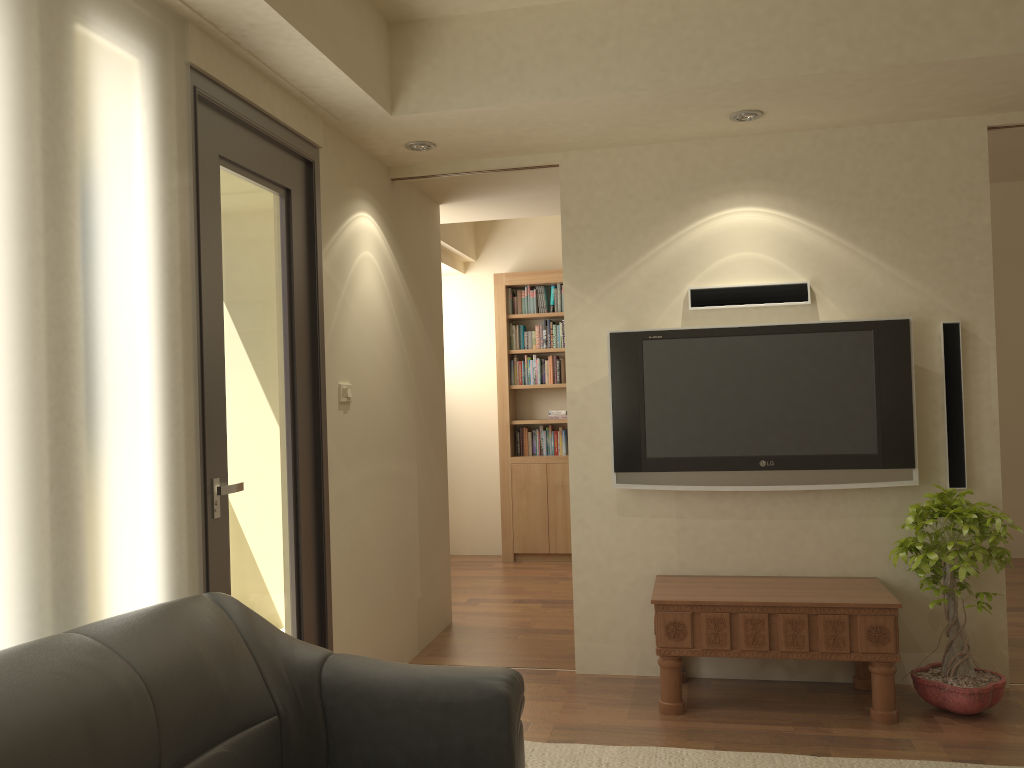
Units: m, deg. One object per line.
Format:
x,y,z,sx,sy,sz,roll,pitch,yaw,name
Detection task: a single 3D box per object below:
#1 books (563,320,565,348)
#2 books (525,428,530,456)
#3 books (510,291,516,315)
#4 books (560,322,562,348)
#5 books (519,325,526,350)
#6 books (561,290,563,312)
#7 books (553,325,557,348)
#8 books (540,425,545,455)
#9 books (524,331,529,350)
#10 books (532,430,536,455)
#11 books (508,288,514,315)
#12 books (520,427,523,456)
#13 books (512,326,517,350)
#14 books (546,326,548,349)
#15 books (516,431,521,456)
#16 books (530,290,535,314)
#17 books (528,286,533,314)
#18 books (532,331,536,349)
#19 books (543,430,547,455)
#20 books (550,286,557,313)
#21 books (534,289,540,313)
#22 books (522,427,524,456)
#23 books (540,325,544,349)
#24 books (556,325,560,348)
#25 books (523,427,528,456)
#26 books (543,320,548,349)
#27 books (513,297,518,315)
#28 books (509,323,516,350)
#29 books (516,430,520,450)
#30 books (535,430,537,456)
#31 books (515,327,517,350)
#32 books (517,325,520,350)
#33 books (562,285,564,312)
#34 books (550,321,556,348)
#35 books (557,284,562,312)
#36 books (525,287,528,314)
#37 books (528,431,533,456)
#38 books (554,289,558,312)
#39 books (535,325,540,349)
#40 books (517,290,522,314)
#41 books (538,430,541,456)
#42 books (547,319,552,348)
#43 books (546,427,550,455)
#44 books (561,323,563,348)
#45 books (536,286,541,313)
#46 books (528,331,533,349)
0.457,-0.421,7.601,0.016,0.243,0.158,-2,-1,12,books
0.143,0.499,7.695,0.017,0.235,0.157,-2,-1,12,books
0.011,-0.689,7.679,0.010,0.206,0.167,-2,-1,12,books
0.431,-0.411,7.602,0.014,0.224,0.168,-2,-1,12,books
0.095,-0.396,7.694,0.036,0.218,0.124,-2,-1,12,books
0.437,-0.700,7.602,0.011,0.200,0.143,-2,-1,12,books
0.378,-0.401,7.615,0.026,0.207,0.163,-2,-1,12,books
0.269,0.485,7.671,0.026,0.254,0.154,-2,-1,12,books
0.133,-0.370,7.693,0.036,0.165,0.111,-2,-1,12,books
0.205,0.506,7.699,0.036,0.218,0.124,-2,-1,12,books
-0.006,-0.704,7.688,0.026,0.237,0.156,-2,-1,12,books
0.094,0.497,7.708,0.019,0.242,0.152,-2,-1,12,books
0.034,-0.393,7.685,0.026,0.215,0.167,-2,-1,12,books
0.315,-0.395,7.639,0.011,0.200,0.143,-2,-1,12,books
0.071,0.515,7.707,0.026,0.207,0.163,-2,-1,12,books
0.189,-0.695,7.644,0.036,0.206,0.162,-2,-1,12,books
0.161,-0.718,7.659,0.019,0.255,0.145,-2,-1,12,books
0.206,-0.373,7.678,0.036,0.165,0.111,-2,-1,12,books
0.295,0.506,7.664,0.026,0.211,0.156,-2,-1,12,books
0.357,-0.717,7.621,0.047,0.238,0.139,-2,-1,12,books
0.215,-0.700,7.636,0.013,0.215,0.168,-2,-1,12,books
0.111,0.497,7.707,0.015,0.242,0.148,-2,-1,12,books
0.268,-0.399,7.642,0.026,0.211,0.156,-2,-1,12,books
0.409,-0.399,7.615,0.032,0.202,0.150,-2,-1,12,books
0.126,0.496,7.698,0.016,0.243,0.158,-2,-1,12,books
0.294,-0.421,7.638,0.026,0.254,0.154,-2,-1,12,books
0.042,-0.669,7.701,0.036,0.165,0.111,-2,-1,12,books
0.008,-0.403,7.696,0.026,0.237,0.156,-2,-1,12,books
0.055,0.512,7.729,0.011,0.215,0.127,-2,-1,12,books
0.225,0.506,7.672,0.013,0.215,0.168,-2,-1,12,books
0.054,-0.387,7.685,0.011,0.202,0.158,-2,-1,12,books
0.066,-0.394,7.678,0.013,0.215,0.168,-2,-1,12,books
0.450,-0.718,7.592,0.017,0.235,0.157,-2,-1,12,books
0.354,-0.414,7.633,0.026,0.237,0.139,-2,-1,12,books
0.416,-0.727,7.601,0.026,0.254,0.154,-2,-1,12,books
0.139,-0.711,7.660,0.019,0.242,0.152,-2,-1,12,books
0.168,0.515,7.694,0.032,0.202,0.150,-2,-1,12,books
0.390,-0.704,7.605,0.026,0.211,0.156,-2,-1,12,books
0.236,-0.395,7.645,0.036,0.206,0.162,-2,-1,12,books
0.077,-0.696,7.687,0.036,0.218,0.124,-2,-1,12,books
0.250,0.505,7.667,0.009,0.215,0.168,-2,-1,12,books
0.330,-0.423,7.634,0.019,0.255,0.145,-2,-1,12,books
0.322,0.492,7.667,0.026,0.237,0.139,-2,-1,12,books
0.443,-0.407,7.599,0.009,0.215,0.168,-2,-1,12,books
0.242,-0.714,7.641,0.043,0.242,0.148,-2,-1,12,books
0.170,-0.372,7.685,0.036,0.165,0.111,-2,-1,12,books
